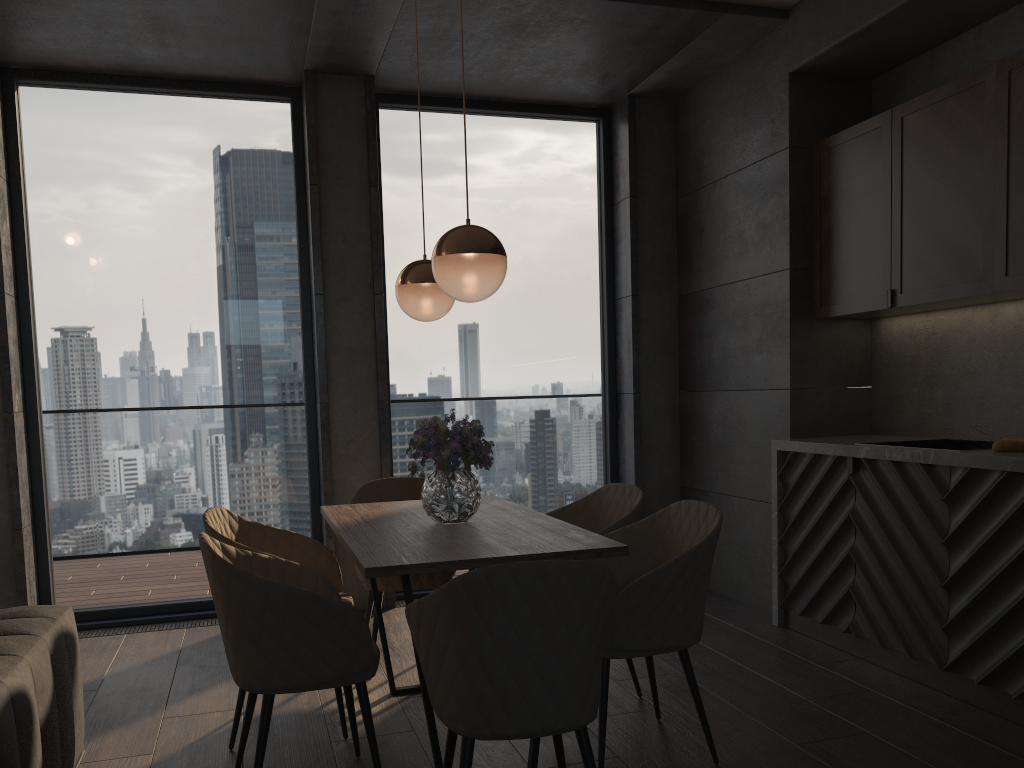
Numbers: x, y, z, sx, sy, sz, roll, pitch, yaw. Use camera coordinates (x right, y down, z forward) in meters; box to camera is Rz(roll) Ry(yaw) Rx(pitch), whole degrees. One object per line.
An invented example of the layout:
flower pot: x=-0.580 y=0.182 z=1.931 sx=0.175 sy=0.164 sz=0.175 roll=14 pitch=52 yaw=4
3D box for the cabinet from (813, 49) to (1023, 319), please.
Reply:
cabinet: x=2.163 y=-0.799 z=2.871 sx=0.369 sy=0.869 sz=3.384 roll=-3 pitch=0 yaw=-17

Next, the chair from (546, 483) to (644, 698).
chair: x=0.258 y=0.840 z=3.619 sx=0.509 sy=0.841 sz=0.553 roll=-3 pitch=3 yaw=-22

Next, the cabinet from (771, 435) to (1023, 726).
cabinet: x=2.096 y=0.717 z=2.958 sx=0.600 sy=0.954 sz=3.384 roll=-3 pitch=0 yaw=-17

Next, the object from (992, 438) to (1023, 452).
object: x=1.932 y=0.226 z=3.241 sx=0.301 sy=0.055 sz=0.070 roll=-2 pitch=1 yaw=24

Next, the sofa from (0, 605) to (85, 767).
sofa: x=-2.513 y=0.923 z=1.578 sx=2.907 sy=0.788 sz=2.018 roll=-2 pitch=0 yaw=-17

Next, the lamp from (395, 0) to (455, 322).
lamp: x=-0.355 y=-1.018 z=3.399 sx=0.239 sy=1.554 sz=0.237 roll=-3 pitch=5 yaw=-11

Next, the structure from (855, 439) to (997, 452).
structure: x=1.857 y=0.262 z=3.719 sx=0.503 sy=0.017 sz=0.609 roll=-1 pitch=-1 yaw=-17

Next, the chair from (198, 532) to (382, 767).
chair: x=-0.673 y=0.857 z=2.723 sx=0.509 sy=0.841 sz=0.553 roll=-3 pitch=3 yaw=-22

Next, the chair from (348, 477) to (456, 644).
chair: x=-0.489 y=0.867 z=4.077 sx=0.554 sy=0.841 sz=0.508 roll=-2 pitch=3 yaw=-12

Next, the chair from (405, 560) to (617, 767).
chair: x=0.013 y=0.832 z=2.315 sx=0.554 sy=0.841 sz=0.508 roll=-2 pitch=3 yaw=-12

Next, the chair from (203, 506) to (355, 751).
chair: x=-0.852 y=0.869 z=3.306 sx=0.510 sy=0.841 sz=0.552 roll=-2 pitch=3 yaw=-7

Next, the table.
table: x=-0.226 y=0.883 z=3.203 sx=0.768 sy=0.773 sz=1.463 roll=-2 pitch=1 yaw=-17

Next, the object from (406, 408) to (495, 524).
object: x=-0.211 y=0.291 z=3.153 sx=0.297 sy=0.411 sz=0.327 roll=1 pitch=4 yaw=44

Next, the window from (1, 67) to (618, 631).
window: x=-2.813 y=-0.144 z=4.692 sx=7.256 sy=3.021 sz=0.198 roll=-2 pitch=4 yaw=-17

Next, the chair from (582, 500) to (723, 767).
chair: x=0.425 y=0.828 z=2.992 sx=0.509 sy=0.841 sz=0.553 roll=-3 pitch=3 yaw=-17

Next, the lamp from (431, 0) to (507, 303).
lamp: x=-0.153 y=-1.031 z=2.730 sx=0.238 sy=1.554 sz=0.238 roll=-6 pitch=6 yaw=-41
